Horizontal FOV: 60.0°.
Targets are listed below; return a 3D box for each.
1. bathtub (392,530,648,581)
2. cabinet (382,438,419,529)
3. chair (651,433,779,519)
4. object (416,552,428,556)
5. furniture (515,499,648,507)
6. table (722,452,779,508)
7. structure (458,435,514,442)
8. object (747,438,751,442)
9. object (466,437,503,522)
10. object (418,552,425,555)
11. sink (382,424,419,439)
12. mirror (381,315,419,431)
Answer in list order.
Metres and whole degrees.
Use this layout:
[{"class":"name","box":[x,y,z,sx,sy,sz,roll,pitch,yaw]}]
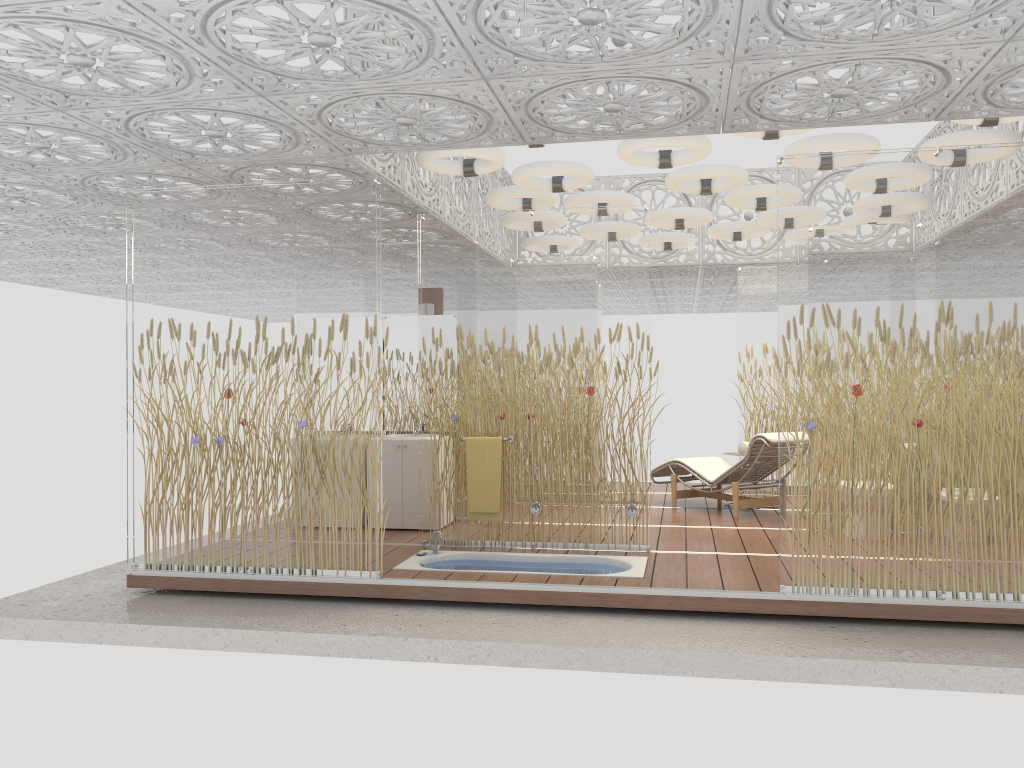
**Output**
[{"class":"bathtub","box":[0.083,1.371,6.241,1.700,0.582,0.700,0,0,11]},{"class":"cabinet","box":[-0.898,0.870,7.983,0.643,0.782,0.549,0,0,11]},{"class":"chair","box":[2.149,0.859,8.873,0.635,0.811,1.787,0,0,-29]},{"class":"object","box":[-0.667,1.255,6.547,0.065,0.011,0.108,0,0,20]},{"class":"furniture","box":[0.515,0.881,6.575,0.977,0.014,0.178,0,0,11]},{"class":"table","box":[2.471,0.983,9.168,0.420,0.535,0.420,0,0,-19]},{"class":"structure","box":[-0.210,0.423,6.835,0.442,0.047,0.078,0,0,11]},{"class":"object","box":[2.448,0.579,9.113,0.055,0.056,0.055,0,0,11]},{"class":"object","box":[-0.212,0.731,6.808,0.283,0.656,0.042,0,0,11]},{"class":"object","box":[-0.666,1.248,6.548,0.035,0.016,0.066,0,0,20]},{"class":"sink","box":[-0.899,0.502,8.002,0.573,0.266,0.499,0,0,14]},{"class":"mirror","box":[-1.202,-0.097,8.327,1.422,1.081,0.009,0,0,11]}]
